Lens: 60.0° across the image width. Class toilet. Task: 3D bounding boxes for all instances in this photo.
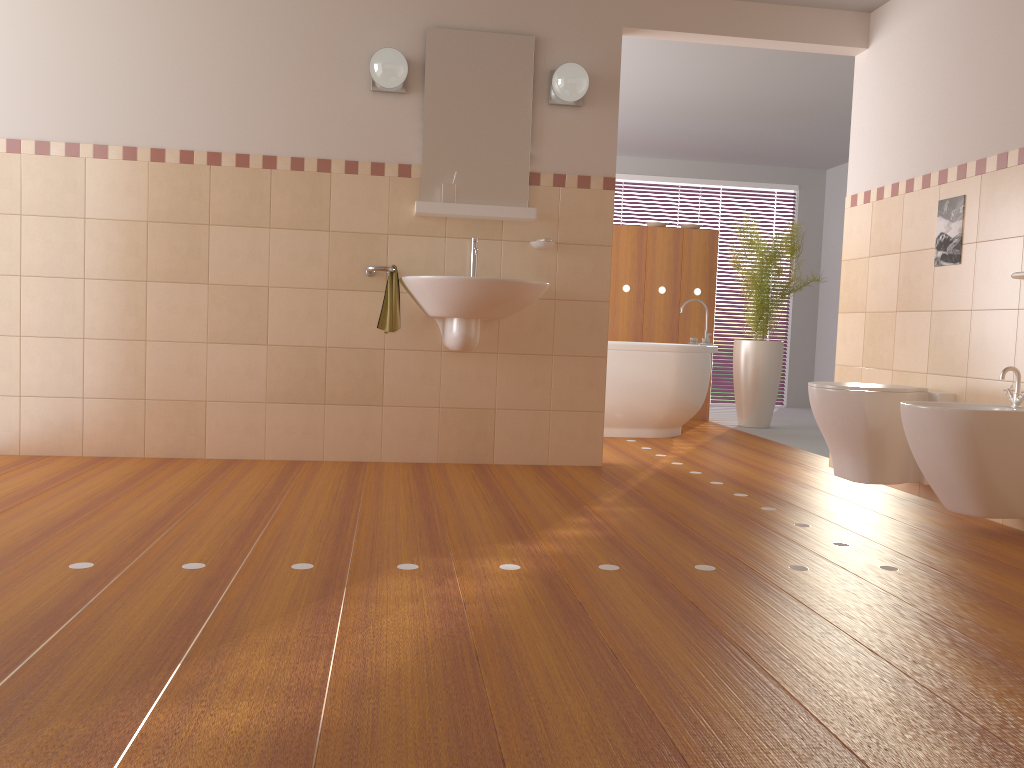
[{"bbox_3d":[1.511,0.204,3.749,0.534,0.400,0.375,2,4,-8],"label":"toilet"}]

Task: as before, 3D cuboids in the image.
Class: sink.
[{"bbox_3d":[1.610,0.192,3.091,0.515,0.517,0.335,2,4,-8],"label":"sink"},{"bbox_3d":[-0.159,-0.401,3.929,0.683,0.516,0.539,2,4,-8],"label":"sink"}]

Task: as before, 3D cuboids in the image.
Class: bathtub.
[{"bbox_3d":[0.445,-0.145,5.861,1.874,0.900,0.888,2,4,-8],"label":"bathtub"}]

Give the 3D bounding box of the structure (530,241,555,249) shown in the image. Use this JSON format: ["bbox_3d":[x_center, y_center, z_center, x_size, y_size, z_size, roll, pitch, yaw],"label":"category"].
[{"bbox_3d":[0.146,-0.652,4.175,0.117,0.029,0.092,2,4,-8],"label":"structure"}]

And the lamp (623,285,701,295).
[{"bbox_3d":[0.865,-0.723,6.704,1.169,0.052,0.001,2,4,-8],"label":"lamp"}]

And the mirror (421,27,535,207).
[{"bbox_3d":[-0.159,-1.231,4.126,0.502,0.799,0.008,2,4,-8],"label":"mirror"}]

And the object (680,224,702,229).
[{"bbox_3d":[1.385,-1.207,6.875,0.173,0.046,0.173,2,4,-8],"label":"object"}]

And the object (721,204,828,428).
[{"bbox_3d":[1.918,-0.455,6.490,0.683,1.557,1.335,4,4,25],"label":"object"}]

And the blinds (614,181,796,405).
[{"bbox_3d":[0.317,-0.878,8.148,4.712,2.022,0.032,2,4,-8],"label":"blinds"}]

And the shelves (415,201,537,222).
[{"bbox_3d":[-0.170,-0.796,4.101,0.554,0.050,0.138,2,4,-8],"label":"shelves"}]

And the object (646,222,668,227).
[{"bbox_3d":[1.116,-1.216,6.838,0.173,0.046,0.173,2,4,-8],"label":"object"}]

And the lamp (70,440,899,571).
[{"bbox_3d":[-0.632,0.393,3.786,3.173,0.001,2.893,2,4,-8],"label":"lamp"}]

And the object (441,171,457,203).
[{"bbox_3d":[-0.289,-0.899,4.071,0.063,0.149,0.073,2,4,-8],"label":"object"}]

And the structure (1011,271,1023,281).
[{"bbox_3d":[1.844,-0.382,3.083,0.091,0.042,0.295,2,4,-8],"label":"structure"}]

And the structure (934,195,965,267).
[{"bbox_3d":[1.810,-0.631,3.672,0.005,0.279,0.170,2,4,-8],"label":"structure"}]

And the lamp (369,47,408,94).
[{"bbox_3d":[-0.552,-1.410,3.973,0.173,0.173,0.209,2,4,-8],"label":"lamp"}]

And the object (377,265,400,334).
[{"bbox_3d":[-0.534,-0.377,3.977,0.085,0.306,0.181,3,4,8],"label":"object"}]

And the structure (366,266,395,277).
[{"bbox_3d":[-0.587,-0.507,3.965,0.142,0.042,0.333,2,4,-8],"label":"structure"}]

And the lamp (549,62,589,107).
[{"bbox_3d":[0.266,-1.384,4.084,0.173,0.173,0.209,2,4,-8],"label":"lamp"}]

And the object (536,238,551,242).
[{"bbox_3d":[0.148,-0.674,4.175,0.050,0.023,0.075,-1,5,-43],"label":"object"}]
